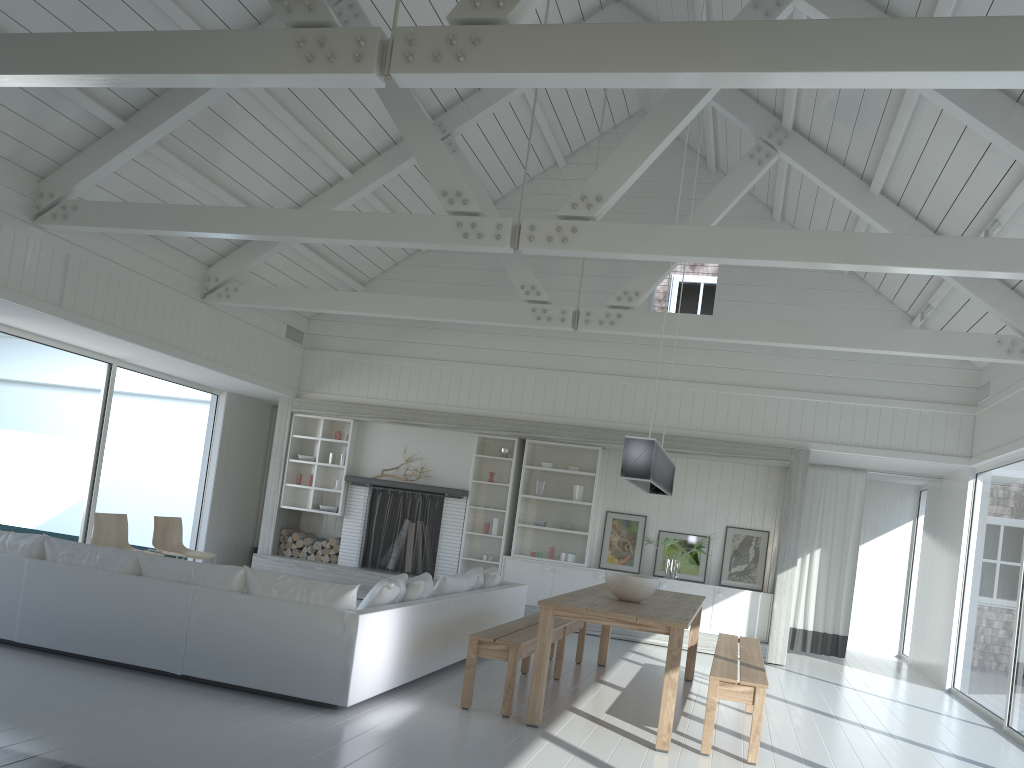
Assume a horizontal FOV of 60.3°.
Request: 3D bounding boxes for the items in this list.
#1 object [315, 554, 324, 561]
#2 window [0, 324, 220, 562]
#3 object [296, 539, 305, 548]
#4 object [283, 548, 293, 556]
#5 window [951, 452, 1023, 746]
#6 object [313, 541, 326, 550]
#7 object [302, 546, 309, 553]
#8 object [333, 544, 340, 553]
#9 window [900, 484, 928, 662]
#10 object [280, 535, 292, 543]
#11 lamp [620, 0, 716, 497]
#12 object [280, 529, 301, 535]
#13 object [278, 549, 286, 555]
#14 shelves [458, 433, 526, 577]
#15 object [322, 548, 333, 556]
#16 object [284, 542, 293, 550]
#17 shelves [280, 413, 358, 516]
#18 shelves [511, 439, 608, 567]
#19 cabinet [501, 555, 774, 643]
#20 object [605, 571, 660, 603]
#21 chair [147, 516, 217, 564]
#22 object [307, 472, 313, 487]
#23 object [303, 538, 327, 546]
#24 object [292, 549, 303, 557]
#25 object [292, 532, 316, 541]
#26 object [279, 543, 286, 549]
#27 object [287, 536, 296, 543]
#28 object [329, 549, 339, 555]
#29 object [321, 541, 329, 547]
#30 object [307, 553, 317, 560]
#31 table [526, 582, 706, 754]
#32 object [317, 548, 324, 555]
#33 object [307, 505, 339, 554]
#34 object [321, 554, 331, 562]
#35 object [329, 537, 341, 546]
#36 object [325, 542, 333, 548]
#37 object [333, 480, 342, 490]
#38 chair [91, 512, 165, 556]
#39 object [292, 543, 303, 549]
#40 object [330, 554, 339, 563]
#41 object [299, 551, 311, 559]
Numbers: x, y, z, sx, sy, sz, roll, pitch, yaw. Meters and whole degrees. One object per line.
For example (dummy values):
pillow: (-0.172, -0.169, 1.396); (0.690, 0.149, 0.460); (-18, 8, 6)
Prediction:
object: (-2.433, 2.291, 11.609); (0.108, 0.105, 0.520); (6, -8, 14)
window: (-5.135, 0.520, 7.634); (0.080, 2.405, 8.810); (7, -8, 16)
object: (-2.705, 2.114, 11.684); (0.109, 0.109, 0.499); (6, -8, 14)
object: (-2.854, 2.248, 11.729); (0.133, 0.146, 0.554); (6, -8, 15)
window: (3.475, 1.132, 4.201); (0.080, 2.405, 11.049); (7, -8, 16)
object: (-2.457, 2.129, 11.618); (0.109, 0.109, 0.499); (6, -8, 14)
object: (-2.630, 2.178, 11.646); (0.080, 0.079, 0.483); (6, -8, 14)
object: (-2.197, 2.156, 11.549); (0.109, 0.109, 0.499); (6, -8, 14)
window: (5.501, 2.564, 11.961); (0.037, 2.416, 0.954); (7, -3, 16)
object: (-2.931, 2.064, 11.746); (0.109, 0.109, 0.499); (6, -8, 14)
lamp: (1.313, -1.298, 6.743); (0.199, 4.222, 1.923); (7, -3, 15)
object: (-2.939, 1.972, 11.742); (0.080, 0.079, 0.483); (6, -8, 14)
object: (-2.954, 2.243, 11.747); (0.108, 0.105, 0.520); (6, -8, 14)
shelves: (-0.240, 1.677, 11.120); (0.539, 1.991, 0.610); (7, -3, 15)
object: (-2.339, 2.203, 11.582); (0.109, 0.109, 0.499); (6, -8, 14)
object: (-2.861, 2.155, 11.721); (0.109, 0.109, 0.499); (6, -8, 14)
shelves: (-2.451, 1.076, 11.604); (0.863, 1.233, 0.554); (6, -4, 15)
shelves: (0.606, 1.478, 10.915); (0.936, 1.436, 0.610); (6, -3, 15)
cabinet: (1.454, 2.550, 10.590); (3.172, 0.548, 0.660); (5, -6, 15)
object: (0.846, 1.453, 6.273); (0.388, 0.184, 0.393); (7, -7, 6)
chair: (-3.391, 1.757, 8.947); (0.553, 0.776, 0.601); (6, -5, 15)
object: (-2.644, 1.242, 11.529); (0.054, 0.195, 0.055); (7, -3, 16)
object: (-2.601, 2.089, 11.659); (0.109, 0.109, 0.499); (6, -8, 14)
object: (-2.756, 2.239, 11.689); (0.109, 0.110, 0.499); (6, -8, 14)
object: (-2.762, 2.031, 11.706); (0.109, 0.110, 0.499); (6, -8, 14)
object: (-2.947, 2.150, 11.730); (0.080, 0.079, 0.483); (6, -8, 14)
object: (-2.841, 2.064, 11.709); (0.080, 0.079, 0.483); (6, -8, 14)
object: (-2.251, 2.201, 11.553); (0.080, 0.079, 0.483); (6, -8, 14)
object: (-2.379, 2.095, 11.587); (0.086, 0.091, 0.484); (6, -8, 14)
object: (-2.526, 2.296, 11.641); (0.133, 0.146, 0.554); (6, -8, 15)
table: (0.909, 1.999, 6.658); (0.903, 0.758, 2.981); (6, -8, 15)
object: (-2.426, 2.197, 11.592); (0.080, 0.079, 0.483); (6, -8, 14)
object: (-2.449, 1.921, 11.595); (0.341, 0.640, 0.617); (7, -5, 0)
object: (-2.332, 2.296, 11.591); (0.133, 0.146, 0.554); (6, -8, 15)
object: (-2.247, 2.071, 11.569); (0.109, 0.110, 0.499); (6, -8, 14)
object: (-2.319, 2.112, 11.570); (0.080, 0.079, 0.483); (6, -8, 14)
object: (-2.261, 1.309, 11.422); (0.137, 0.129, 0.138); (7, -6, 3)
chair: (-3.639, 1.613, 8.207); (0.553, 0.776, 0.601); (6, -5, 15)
object: (-2.772, 2.153, 11.691); (0.080, 0.079, 0.483); (6, -8, 14)
object: (-2.235, 2.287, 11.550); (0.109, 0.110, 0.499); (6, -8, 14)
object: (-2.646, 2.251, 11.667); (0.105, 0.114, 0.522); (6, -8, 15)
